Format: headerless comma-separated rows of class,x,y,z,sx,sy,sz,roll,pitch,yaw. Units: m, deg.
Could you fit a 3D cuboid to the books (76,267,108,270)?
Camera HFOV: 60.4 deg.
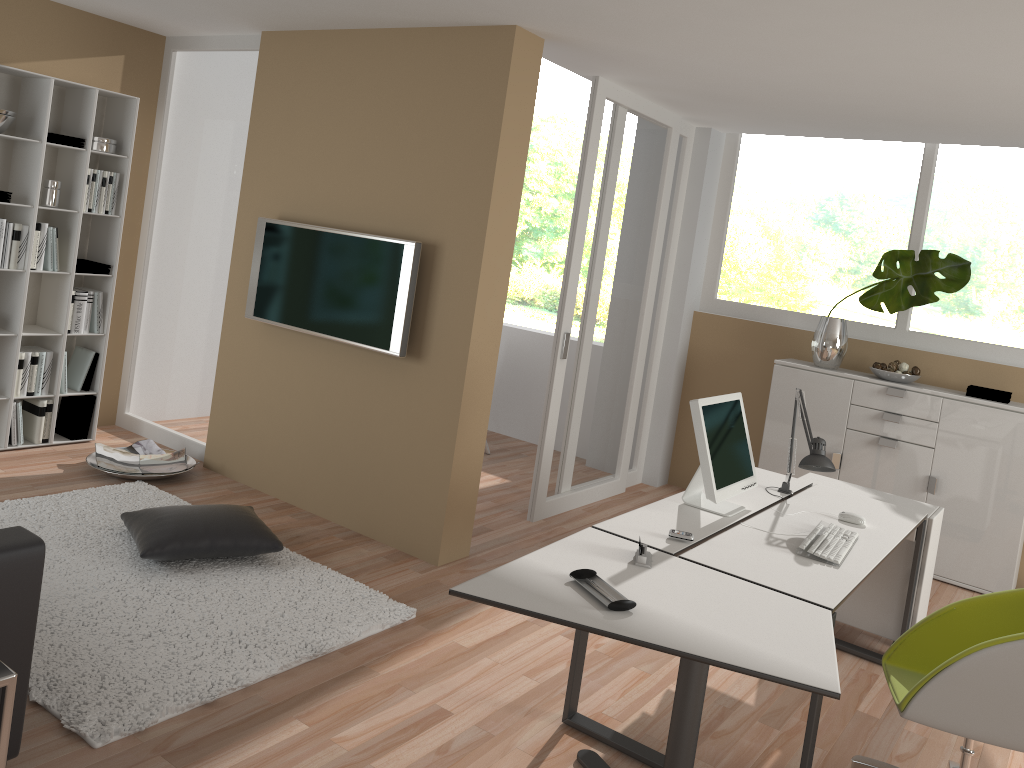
books,-2.652,-0.727,5.412,0.301,0.006,0.210,14,11,33

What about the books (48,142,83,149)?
books,-2.703,-1.409,5.164,0.300,0.007,0.210,13,10,28

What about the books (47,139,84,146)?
books,-2.701,-1.426,5.165,0.300,0.006,0.210,13,10,27

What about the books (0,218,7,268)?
books,-2.916,-0.798,4.934,0.210,0.274,0.040,12,4,34

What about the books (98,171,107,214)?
books,-2.547,-1.177,5.367,0.210,0.257,0.020,12,4,34

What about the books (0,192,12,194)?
books,-2.949,-1.072,4.834,0.213,0.007,0.297,14,11,33

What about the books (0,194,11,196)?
books,-2.956,-1.063,4.834,0.213,0.008,0.297,14,11,33

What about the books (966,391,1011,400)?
books,2.837,0.066,5.238,0.225,0.006,0.157,14,11,33

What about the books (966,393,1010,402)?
books,2.835,0.077,5.239,0.225,0.006,0.157,14,11,33

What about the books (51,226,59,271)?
books,-2.747,-0.810,5.219,0.210,0.256,0.058,12,4,34

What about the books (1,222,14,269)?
books,-2.894,-0.792,4.969,0.210,0.257,0.040,12,4,34

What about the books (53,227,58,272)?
books,-2.744,-0.804,5.196,0.210,0.256,0.058,12,4,34

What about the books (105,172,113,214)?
books,-2.527,-1.180,5.404,0.210,0.257,0.020,12,4,34

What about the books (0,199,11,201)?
books,-2.958,-1.034,4.833,0.213,0.006,0.297,14,11,33

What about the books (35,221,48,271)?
books,-2.791,-0.812,5.138,0.210,0.274,0.040,11,4,34

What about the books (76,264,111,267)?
books,-2.648,-0.748,5.409,0.301,0.007,0.210,14,11,33

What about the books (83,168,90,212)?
books,-2.607,-1.171,5.279,0.210,0.257,0.020,12,4,34

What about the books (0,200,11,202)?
books,-2.959,-1.029,4.833,0.213,0.006,0.297,14,11,33

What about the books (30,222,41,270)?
books,-2.817,-0.808,5.098,0.210,0.271,0.053,12,4,34

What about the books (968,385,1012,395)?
books,2.844,0.034,5.236,0.225,0.006,0.157,14,11,33

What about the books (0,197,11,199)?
books,-2.956,-1.046,4.834,0.213,0.006,0.297,14,11,33

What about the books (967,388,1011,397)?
books,2.841,0.044,5.239,0.225,0.008,0.157,14,11,33

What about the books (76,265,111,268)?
books,-2.648,-0.743,5.414,0.301,0.008,0.210,14,11,33

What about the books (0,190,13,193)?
books,-2.949,-1.078,4.835,0.213,0.006,0.297,14,11,33

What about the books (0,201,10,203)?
books,-2.959,-1.023,4.832,0.213,0.007,0.297,14,11,33

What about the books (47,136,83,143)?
books,-2.698,-1.442,5.162,0.300,0.006,0.210,14,10,30

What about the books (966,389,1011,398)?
books,2.837,0.054,5.237,0.225,0.006,0.157,15,11,35

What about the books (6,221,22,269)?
books,-2.866,-0.793,5.000,0.210,0.257,0.040,12,4,34

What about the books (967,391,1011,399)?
books,2.838,0.060,5.238,0.225,0.006,0.157,14,11,33

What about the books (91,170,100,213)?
books,-2.576,-1.176,5.334,0.210,0.257,0.020,12,4,34

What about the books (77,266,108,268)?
books,-2.649,-0.738,5.415,0.301,0.008,0.210,14,11,33

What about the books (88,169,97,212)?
books,-2.586,-1.174,5.316,0.210,0.257,0.020,12,4,34

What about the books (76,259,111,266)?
books,-2.646,-0.753,5.409,0.301,0.006,0.210,14,11,33

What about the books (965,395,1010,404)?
books,2.832,0.087,5.239,0.225,0.007,0.157,14,11,33

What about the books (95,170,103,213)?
books,-2.564,-1.177,5.352,0.210,0.257,0.020,12,4,34

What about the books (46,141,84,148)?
books,-2.701,-1.414,5.165,0.300,0.006,0.210,13,10,28

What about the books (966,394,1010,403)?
books,2.834,0.082,5.239,0.225,0.006,0.157,14,11,33

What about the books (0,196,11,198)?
books,-2.955,-1.051,4.834,0.213,0.006,0.297,14,11,33

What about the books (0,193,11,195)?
books,-2.956,-1.068,4.834,0.213,0.008,0.297,14,11,33

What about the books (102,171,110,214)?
books,-2.541,-1.179,5.388,0.210,0.257,0.020,12,4,34

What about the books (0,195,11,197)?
books,-2.954,-1.056,4.831,0.213,0.006,0.297,15,11,34

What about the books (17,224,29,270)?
books,-2.848,-0.793,5.038,0.210,0.250,0.040,12,4,34

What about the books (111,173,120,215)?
books,-2.504,-1.182,5.440,0.210,0.257,0.020,12,4,34

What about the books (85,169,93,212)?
books,-2.600,-1.174,5.300,0.210,0.257,0.020,12,4,34

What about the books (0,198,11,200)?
books,-2.958,-1.040,4.831,0.212,0.006,0.297,14,11,31

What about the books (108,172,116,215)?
books,-2.516,-1.181,5.422,0.210,0.257,0.020,12,4,34

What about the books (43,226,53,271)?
books,-2.762,-0.805,5.176,0.210,0.258,0.060,12,4,34

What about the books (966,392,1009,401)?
books,2.834,0.070,5.240,0.225,0.006,0.157,14,11,32
